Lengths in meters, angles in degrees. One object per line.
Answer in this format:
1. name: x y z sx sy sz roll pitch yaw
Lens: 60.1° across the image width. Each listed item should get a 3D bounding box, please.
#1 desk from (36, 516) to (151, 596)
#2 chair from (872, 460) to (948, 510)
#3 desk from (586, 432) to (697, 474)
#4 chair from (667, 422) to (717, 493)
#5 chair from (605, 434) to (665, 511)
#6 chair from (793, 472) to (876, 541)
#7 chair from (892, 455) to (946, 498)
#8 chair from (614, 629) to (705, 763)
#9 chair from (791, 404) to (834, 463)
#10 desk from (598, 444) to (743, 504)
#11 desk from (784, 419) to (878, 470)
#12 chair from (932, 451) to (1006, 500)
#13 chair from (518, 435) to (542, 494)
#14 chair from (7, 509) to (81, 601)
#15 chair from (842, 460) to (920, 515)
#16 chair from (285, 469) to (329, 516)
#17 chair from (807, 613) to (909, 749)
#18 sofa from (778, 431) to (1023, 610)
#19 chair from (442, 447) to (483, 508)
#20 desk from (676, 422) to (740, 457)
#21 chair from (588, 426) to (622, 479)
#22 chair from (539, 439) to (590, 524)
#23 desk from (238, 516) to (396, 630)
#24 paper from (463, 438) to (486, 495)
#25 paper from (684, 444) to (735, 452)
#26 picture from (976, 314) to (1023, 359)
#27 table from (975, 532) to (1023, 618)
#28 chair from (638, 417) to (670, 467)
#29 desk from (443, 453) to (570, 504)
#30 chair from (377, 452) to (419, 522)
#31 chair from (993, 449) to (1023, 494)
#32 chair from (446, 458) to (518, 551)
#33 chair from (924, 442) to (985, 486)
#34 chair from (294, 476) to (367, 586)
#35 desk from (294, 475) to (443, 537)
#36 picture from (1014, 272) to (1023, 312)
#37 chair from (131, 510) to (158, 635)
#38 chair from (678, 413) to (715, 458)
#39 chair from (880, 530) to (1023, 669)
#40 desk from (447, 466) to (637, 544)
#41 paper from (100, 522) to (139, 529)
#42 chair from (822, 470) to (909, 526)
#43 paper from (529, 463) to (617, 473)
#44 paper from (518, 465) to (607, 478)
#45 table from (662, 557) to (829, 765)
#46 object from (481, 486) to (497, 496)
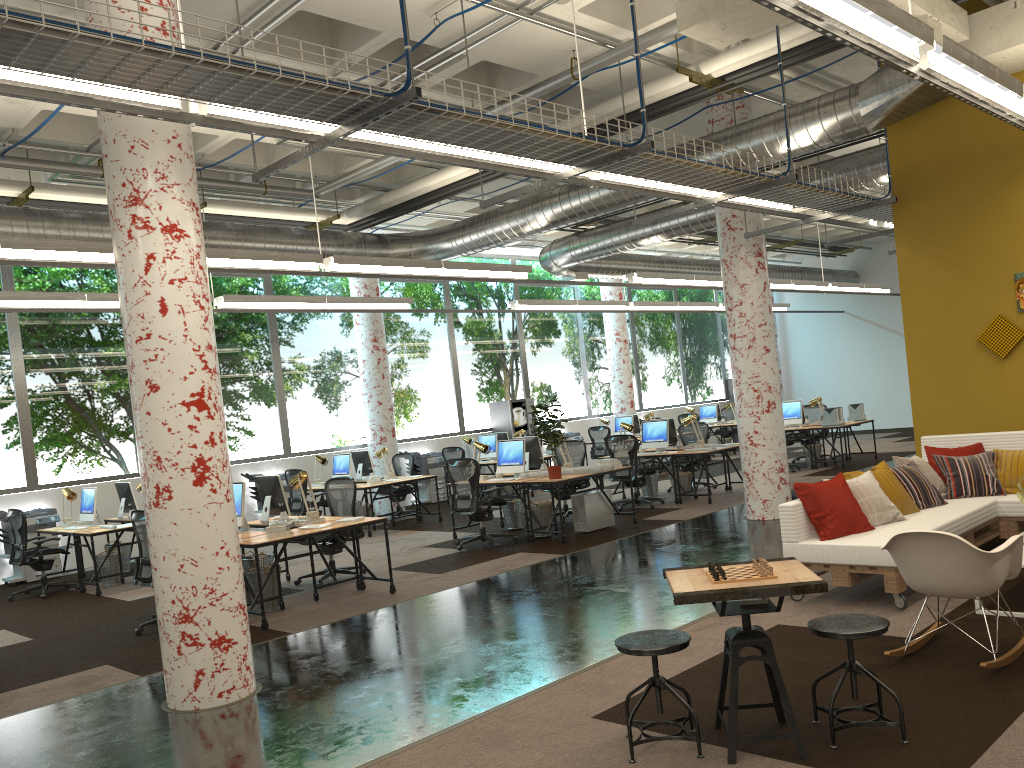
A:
1. desk: -4.948 2.115 11.246 1.397 0.725 1.946 -5 -2 -45
2. chair: 3.277 0.851 7.264 0.522 0.408 0.342 -6 0 -29
3. desk: 2.744 1.502 18.894 1.397 0.725 1.946 -5 -2 -45
4. chair: 2.894 1.173 14.349 0.772 1.087 0.790 -6 0 29
5. chair: 1.743 1.257 12.942 0.772 1.087 0.790 -6 0 29
6. chair: 2.322 0.894 6.423 0.533 0.445 0.302 -6 0 -28
7. chair: 3.516 0.805 7.603 0.544 0.438 0.335 -6 0 -40
8. chair: 0.666 1.407 4.038 0.346 0.498 0.337 -6 0 5
9. chair: 5.773 0.939 17.072 0.772 1.087 0.790 -6 0 29
10. desk: 2.528 1.365 13.464 1.397 0.725 1.946 -5 -2 -45
11. desk: 5.407 1.131 16.188 1.397 0.725 1.946 -5 -2 -45
12. chair: 3.915 0.786 7.565 0.517 0.392 0.357 -6 0 14
13. chair: 0.296 1.534 16.981 0.772 1.087 0.790 -6 0 29
14. chair: -5.734 2.007 10.724 0.772 1.087 0.790 -6 0 29
15. chair: 2.919 0.849 6.997 0.545 0.439 0.317 -6 0 -32
16. chair: -3.062 1.794 13.381 0.772 1.087 0.790 -6 0 29
17. chair: 1.525 1.311 3.956 0.346 0.498 0.337 -6 0 5
18. sofa: 3.632 0.929 6.618 2.847 0.932 2.023 -5 -2 -45
19. chair: -0.856 1.618 15.574 0.772 1.087 0.790 -6 0 29
20. desk: 5.037 1.319 21.175 1.397 0.725 1.946 -5 -2 -45
21. chair: 1.958 1.394 18.372 0.772 1.087 0.790 -6 0 29
22. chair: 0.727 1.321 12.101 0.772 1.087 0.790 -6 0 29
23. desk: -2.293 1.746 8.536 1.397 0.725 1.946 -5 -2 -45
24. paper: -0.702 1.592 17.289 0.441 1.199 0.411 -6 1 23
25. paper: 2.874 0.923 12.889 0.569 0.061 0.624 -8 -2 43
26. picture: 4.600 -0.447 8.328 0.047 0.425 0.425 -8 1 -45
27. table: 3.710 1.208 5.697 1.259 0.330 0.987 -5 -2 -45
28. chair: 3.110 1.310 19.779 0.772 1.087 0.790 -6 0 29
29. desk: -0.070 1.726 16.096 1.397 0.725 1.946 -5 -2 -45
30. chair: -1.910 1.710 14.787 0.772 1.087 0.790 -6 0 29
31. chair: 4.295 0.741 7.430 0.523 0.382 0.365 -7 0 42
32. chair: -0.425 1.405 10.694 0.772 1.087 0.790 -6 0 29
33. chair: 3.969 0.749 7.854 0.535 0.437 0.286 -6 0 18
34. chair: -1.927 1.554 9.420 0.772 1.087 0.790 -6 0 29
35. desk: -2.276 1.902 13.903 1.397 0.725 1.946 -5 -2 -45
36. picture: 4.793 -0.859 8.095 0.027 0.356 0.332 -8 1 -45
37. chair: -3.079 1.638 8.014 0.772 1.087 0.790 -6 0 29
38. chair: 4.252 1.211 20.653 0.772 1.087 0.790 -6 0 29
39. chair: 2.424 1.114 4.848 0.791 0.754 0.616 -6 0 -45
40. desk: 0.361 1.513 11.216 1.397 0.725 1.946 -5 -2 -45
41. paper: -4.602 1.673 10.671 0.569 0.061 0.624 -8 -2 43
42. chair: 2.673 0.886 6.708 0.523 0.401 0.332 -6 0 -26
43. paper: 0.711 1.057 10.823 1.135 0.082 0.083 -7 0 10
44. paper: 0.592 1.067 10.706 1.136 0.082 0.082 -7 0 20
45. table: 1.051 1.232 3.966 0.626 0.760 0.615 -6 0 5
46. object: -0.410 1.930 16.770 0.352 0.435 0.369 -6 0 -9
